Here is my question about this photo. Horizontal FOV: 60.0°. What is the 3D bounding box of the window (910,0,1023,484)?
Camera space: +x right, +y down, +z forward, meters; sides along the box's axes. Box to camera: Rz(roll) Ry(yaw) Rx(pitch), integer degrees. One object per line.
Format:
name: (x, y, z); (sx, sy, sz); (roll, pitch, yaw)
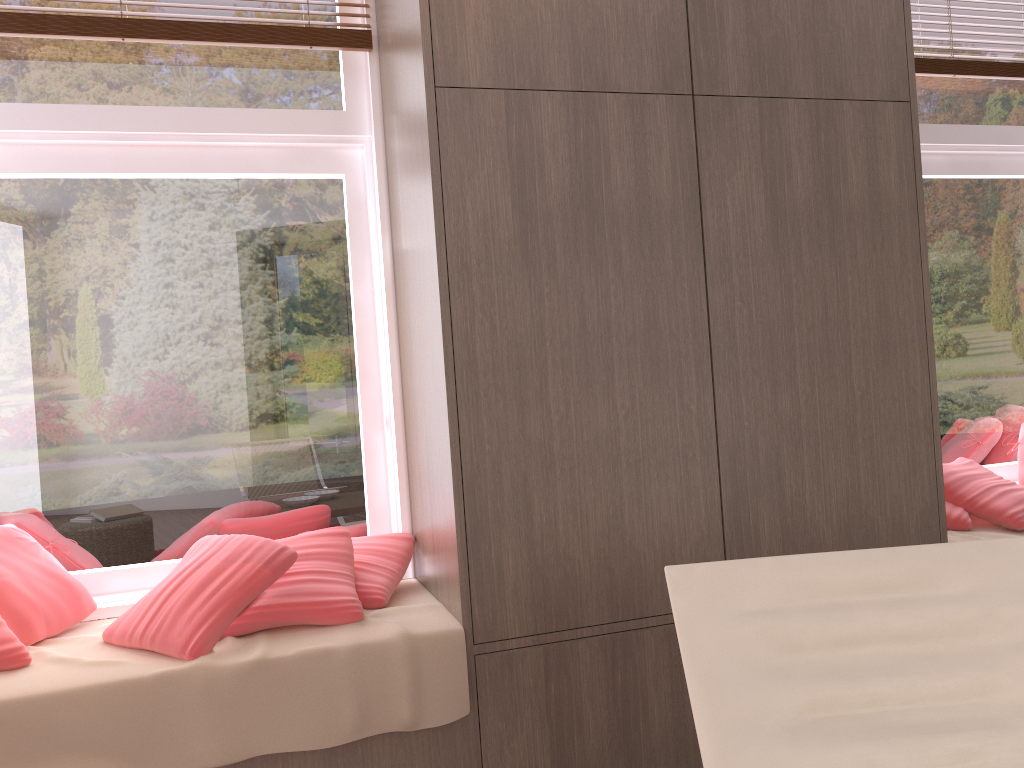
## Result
window: (1.623, -0.672, 3.345); (1.407, 2.229, 0.160); (-4, 0, -17)

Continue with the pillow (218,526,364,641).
pillow: (-0.583, 0.500, 2.261); (0.403, 0.200, 0.354); (-4, 0, -9)

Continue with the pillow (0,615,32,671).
pillow: (-1.288, 0.516, 1.922); (0.264, 0.278, 0.357); (-4, 0, 38)

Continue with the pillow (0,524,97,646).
pillow: (-1.274, 0.504, 2.224); (0.270, 0.279, 0.485); (-4, 0, 10)

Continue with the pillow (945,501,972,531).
pillow: (1.342, 0.392, 2.979); (0.373, 0.150, 0.397); (-4, 0, 30)

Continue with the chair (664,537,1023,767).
chair: (0.658, 0.665, 1.114); (0.739, 0.767, 0.860); (-4, 0, -4)

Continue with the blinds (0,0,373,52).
blinds: (-1.103, -1.511, 2.425); (1.373, 1.142, 0.042); (-4, 0, -17)

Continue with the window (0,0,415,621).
window: (-1.062, -0.484, 2.527); (1.407, 2.229, 0.160); (-4, 0, -17)

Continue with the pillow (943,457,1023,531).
pillow: (1.563, 0.350, 2.911); (0.403, 0.200, 0.354); (-4, 0, -40)

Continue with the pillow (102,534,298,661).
pillow: (-0.761, 0.506, 2.171); (0.389, 0.234, 0.356); (-4, 0, 34)

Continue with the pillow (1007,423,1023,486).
pillow: (2.072, 0.270, 3.218); (0.485, 0.279, 0.270); (-4, 0, 32)

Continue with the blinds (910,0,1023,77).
blinds: (1.583, -1.701, 3.251); (1.373, 1.138, 0.042); (-4, 0, -17)

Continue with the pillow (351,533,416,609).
pillow: (-0.482, 0.519, 2.474); (0.397, 0.150, 0.373); (-4, 0, 12)
